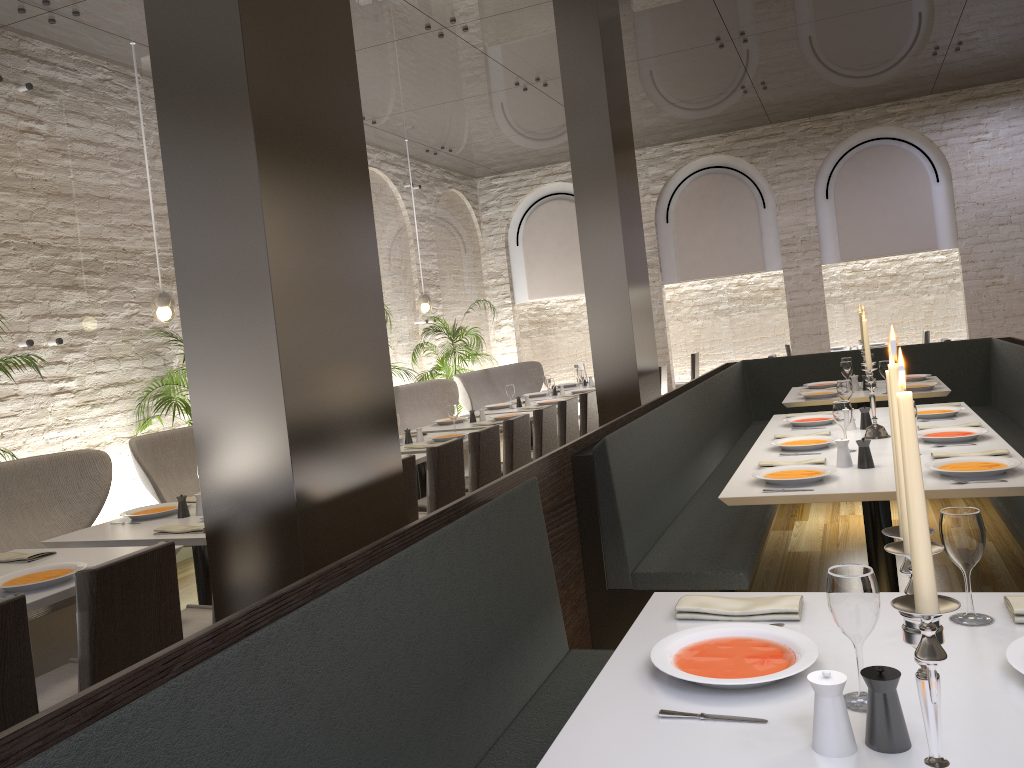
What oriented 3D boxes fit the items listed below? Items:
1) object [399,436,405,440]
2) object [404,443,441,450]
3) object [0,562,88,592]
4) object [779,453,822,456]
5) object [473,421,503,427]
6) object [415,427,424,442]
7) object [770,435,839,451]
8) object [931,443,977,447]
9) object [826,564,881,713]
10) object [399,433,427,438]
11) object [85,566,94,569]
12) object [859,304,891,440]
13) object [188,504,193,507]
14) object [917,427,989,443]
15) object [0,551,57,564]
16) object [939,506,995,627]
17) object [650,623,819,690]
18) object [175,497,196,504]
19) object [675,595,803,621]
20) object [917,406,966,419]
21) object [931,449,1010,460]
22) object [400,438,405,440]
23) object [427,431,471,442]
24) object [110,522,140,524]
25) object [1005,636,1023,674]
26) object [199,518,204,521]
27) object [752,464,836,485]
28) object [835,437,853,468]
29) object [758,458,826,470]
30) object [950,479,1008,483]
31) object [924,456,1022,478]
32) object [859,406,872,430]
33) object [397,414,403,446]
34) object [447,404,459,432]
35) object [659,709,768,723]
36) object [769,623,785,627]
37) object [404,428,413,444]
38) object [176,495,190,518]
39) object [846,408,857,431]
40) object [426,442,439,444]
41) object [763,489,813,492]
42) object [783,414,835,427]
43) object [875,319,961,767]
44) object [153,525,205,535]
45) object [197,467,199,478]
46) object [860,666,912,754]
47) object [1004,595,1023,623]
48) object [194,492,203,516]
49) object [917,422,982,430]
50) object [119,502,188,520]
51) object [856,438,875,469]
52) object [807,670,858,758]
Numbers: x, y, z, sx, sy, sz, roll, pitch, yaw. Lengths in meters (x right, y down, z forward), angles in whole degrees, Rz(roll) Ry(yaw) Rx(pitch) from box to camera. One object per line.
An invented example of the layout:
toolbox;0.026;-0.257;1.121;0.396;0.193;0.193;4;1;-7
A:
object;-0.952;0.430;6.592;0.322;0.036;0.322;-6;3;-1
object;-0.584;0.425;6.061;0.272;0.033;0.143;-5;3;21
object;-1.694;0.698;3.172;0.322;0.036;0.322;-6;3;-1
object;1.328;0.322;4.081;0.185;0.010;0.017;-5;3;21
object;-0.165;0.319;7.153;0.272;0.033;0.143;-5;3;21
object;-0.673;0.367;6.458;0.059;0.109;0.059;-6;1;13
object;1.414;0.291;4.284;0.321;0.036;0.322;-4;4;41
object;1.929;0.263;3.871;0.181;0.015;0.038;-5;3;23
object;0.592;0.433;1.520;0.086;0.231;0.087;-6;1;33
object;-0.813;0.405;6.905;0.272;0.033;0.143;-5;3;21
object;-1.634;0.693;3.340;0.185;0.010;0.017;-5;3;21
object;1.750;-0.065;4.338;0.131;0.656;0.391;-6;1;32
object;-1.725;0.633;4.591;0.181;0.015;0.038;-5;3;23
object;2.001;0.238;4.052;0.321;0.036;0.322;-4;4;41
object;-2.052;0.718;3.681;0.272;0.033;0.143;-5;3;21
object;0.942;0.376;1.840;0.086;0.231;0.087;-6;1;33
object;0.433;0.539;1.733;0.321;0.036;0.322;-4;4;41
object;-1.646;0.615;4.737;0.272;0.033;0.143;-5;3;21
object;0.527;0.511;2.052;0.272;0.033;0.143;-5;3;21
object;2.306;0.161;4.845;0.321;0.036;0.322;-5;3;17
object;1.855;0.286;3.595;0.272;0.033;0.143;-5;3;21
object;-0.892;0.422;6.759;0.181;0.015;0.038;-5;3;23
object;-0.455;0.385;6.396;0.322;0.036;0.322;-6;3;-1
object;-1.855;0.668;4.255;0.185;0.010;0.017;-5;3;21
object;1.020;0.485;1.501;0.321;0.036;0.322;-4;4;41
object;-1.358;0.620;4.060;0.181;0.015;0.038;-5;3;23
object;1.118;0.366;3.513;0.321;0.036;0.322;-5;3;19
object;1.377;0.285;3.682;0.068;0.126;0.069;-5;2;44
object;1.217;0.344;3.844;0.272;0.033;0.143;-5;3;21
object;1.633;0.338;3.104;0.181;0.015;0.038;-5;3;23
object;1.705;0.313;3.281;0.321;0.036;0.322;-7;3;-3
object;1.859;0.178;4.657;0.068;0.126;0.069;-6;1;15
object;-0.835;0.332;6.333;0.086;0.231;0.086;-7;1;-27
object;-0.437;0.269;6.664;0.086;0.231;0.086;-7;1;-27
object;0.344;0.570;1.522;0.185;0.010;0.017;-5;3;21
object;0.499;0.529;1.924;0.181;0.015;0.038;-5;3;23
object;-0.755;0.377;6.440;0.059;0.109;0.059;-6;1;13
object;-1.588;0.587;4.273;0.059;0.109;0.059;-6;1;30
object;1.784;0.185;4.690;0.068;0.126;0.069;-6;1;15
object;-0.524;0.410;6.227;0.181;0.015;0.038;-5;3;23
object;1.033;0.396;3.314;0.185;0.010;0.017;-5;3;21
object;1.719;0.214;5.077;0.321;0.036;0.322;-5;3;17
object;0.515;0.247;1.126;0.131;0.656;0.391;-6;1;32
object;-1.418;0.635;3.894;0.272;0.033;0.143;-5;3;21
object;-1.543;0.510;4.493;0.086;0.231;0.086;-7;1;-27
object;0.576;0.500;1.372;0.068;0.126;0.069;-6;1;15
object;1.165;0.454;1.803;0.272;0.033;0.143;-5;3;21
object;-1.507;0.577;4.290;0.059;0.109;0.059;-6;1;30
object;2.150;0.211;4.363;0.272;0.033;0.143;-5;3;21
object;-1.786;0.641;4.425;0.322;0.036;0.321;-8;4;-33
object;1.435;0.283;3.607;0.069;0.126;0.068;-7;2;-37
object;0.495;0.508;1.378;0.068;0.126;0.069;-6;1;15
